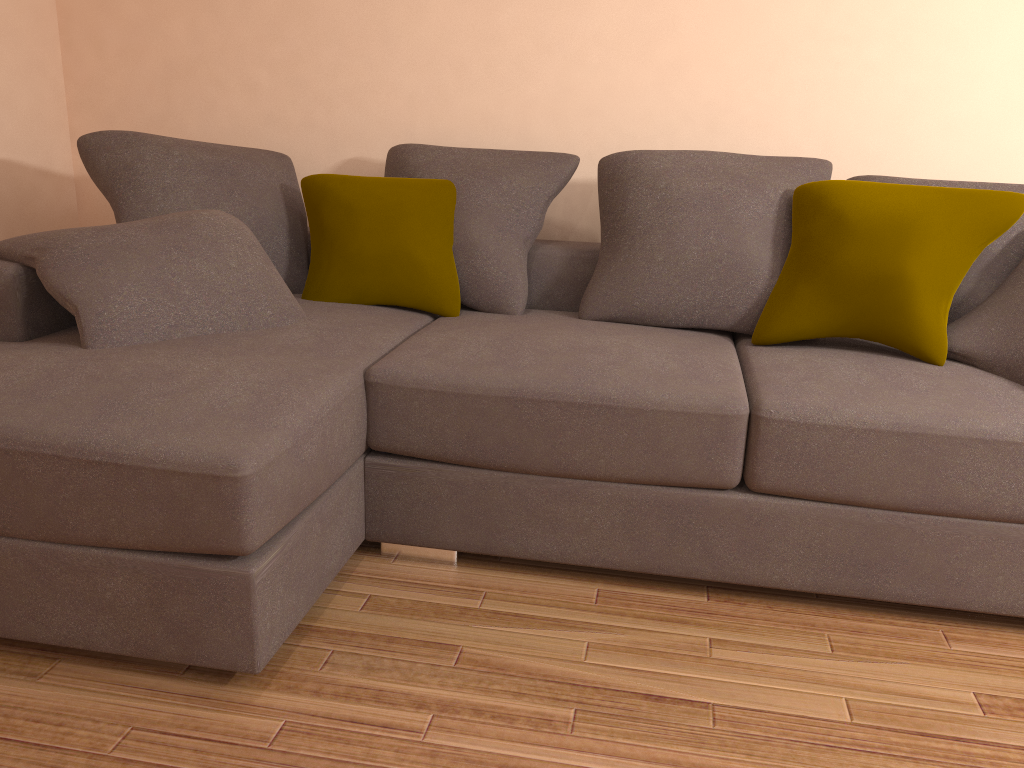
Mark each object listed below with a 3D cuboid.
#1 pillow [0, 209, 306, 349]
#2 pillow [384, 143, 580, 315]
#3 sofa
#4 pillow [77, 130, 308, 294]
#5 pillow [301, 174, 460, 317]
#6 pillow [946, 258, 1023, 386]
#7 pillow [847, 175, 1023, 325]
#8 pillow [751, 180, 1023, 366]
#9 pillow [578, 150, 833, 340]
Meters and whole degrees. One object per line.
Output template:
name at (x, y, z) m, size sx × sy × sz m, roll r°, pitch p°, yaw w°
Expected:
pillow at (-1.015, -0.288, 2.625) m, size 0.792 × 0.415 × 0.645 m, roll -12°, pitch 21°, yaw -38°
pillow at (-0.196, -0.575, 3.261) m, size 0.787 × 0.576 × 0.431 m, roll 10°, pitch 18°, yaw 24°
sofa at (0.160, 0.091, 2.576) m, size 3.565 × 0.776 × 1.906 m, roll 5°, pitch 17°, yaw 10°
pillow at (-1.056, -0.595, 3.162) m, size 0.806 × 0.578 × 0.483 m, roll -12°, pitch 21°, yaw -38°
pillow at (-0.453, -0.474, 3.100) m, size 0.631 × 0.486 × 0.335 m, roll 3°, pitch 17°, yaw 3°
pillow at (1.523, -0.205, 2.293) m, size 0.560 × 0.470 × 0.749 m, roll -4°, pitch 17°, yaw -18°
pillow at (1.329, -0.330, 2.847) m, size 0.399 × 0.635 × 0.811 m, roll -10°, pitch 20°, yaw -36°
pillow at (1.098, -0.336, 2.619) m, size 0.658 × 0.492 × 0.382 m, roll 13°, pitch 20°, yaw 33°
pillow at (0.643, -0.475, 2.976) m, size 0.783 × 0.590 × 0.459 m, roll 6°, pitch 17°, yaw 14°
